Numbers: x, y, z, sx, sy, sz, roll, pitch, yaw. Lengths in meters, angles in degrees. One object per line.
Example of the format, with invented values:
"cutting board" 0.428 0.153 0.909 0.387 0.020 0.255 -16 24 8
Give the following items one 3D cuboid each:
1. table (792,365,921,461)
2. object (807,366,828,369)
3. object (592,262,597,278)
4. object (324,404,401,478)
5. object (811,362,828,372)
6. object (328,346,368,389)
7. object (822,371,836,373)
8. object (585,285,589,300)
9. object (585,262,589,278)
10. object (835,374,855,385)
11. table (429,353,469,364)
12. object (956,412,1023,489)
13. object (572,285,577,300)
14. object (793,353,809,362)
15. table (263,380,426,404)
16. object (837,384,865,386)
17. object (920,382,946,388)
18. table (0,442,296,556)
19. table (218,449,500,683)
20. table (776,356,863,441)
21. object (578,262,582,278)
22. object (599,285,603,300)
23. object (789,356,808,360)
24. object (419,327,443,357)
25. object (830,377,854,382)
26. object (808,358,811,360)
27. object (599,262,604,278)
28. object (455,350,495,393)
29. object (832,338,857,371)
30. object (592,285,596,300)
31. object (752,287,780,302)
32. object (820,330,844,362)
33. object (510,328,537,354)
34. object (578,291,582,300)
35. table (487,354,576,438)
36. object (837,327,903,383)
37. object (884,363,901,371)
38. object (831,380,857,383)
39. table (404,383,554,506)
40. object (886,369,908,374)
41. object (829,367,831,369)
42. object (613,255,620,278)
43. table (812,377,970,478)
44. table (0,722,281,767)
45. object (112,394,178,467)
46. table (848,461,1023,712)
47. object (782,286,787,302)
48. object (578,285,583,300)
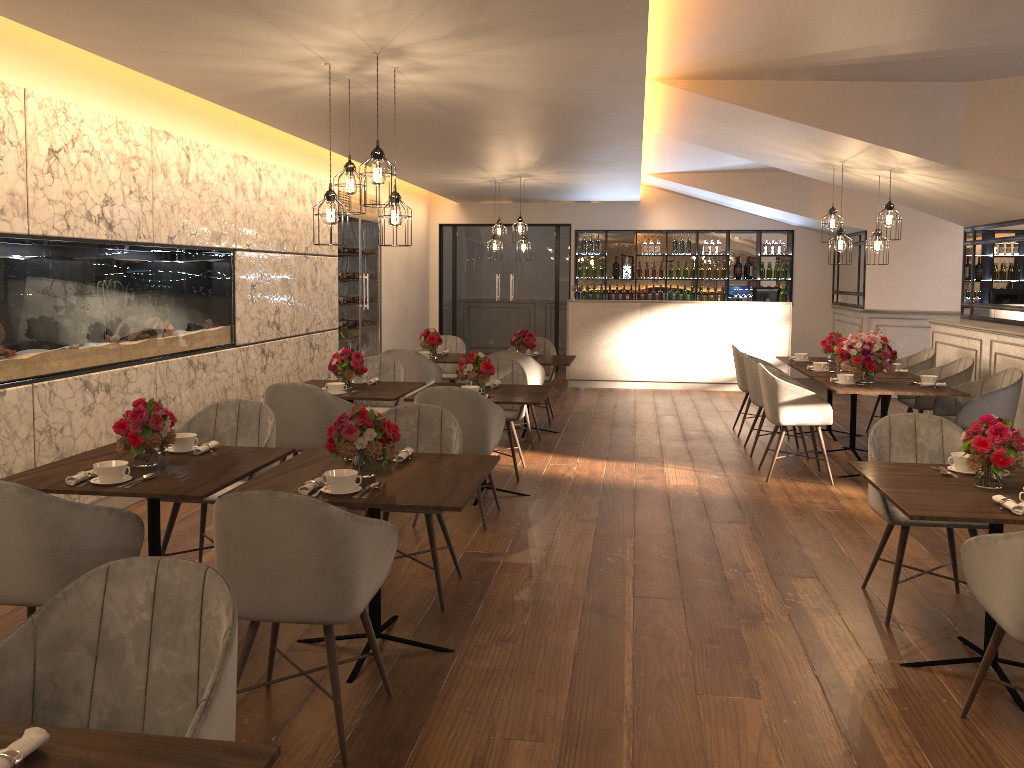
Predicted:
"table" 2.940 0.253 7.623 0.896 0.718 0.900 1 6 8
"object" 2.669 -0.144 7.738 0.175 0.039 0.056 1 6 8
"object" 1.290 -1.787 13.857 0.065 0.260 0.066 -1 4 -13
"object" -0.597 0.216 3.542 0.305 0.300 0.235 -1 5 -14
"object" 2.653 -0.147 7.624 0.148 0.072 0.149 -5 8 -39
"object" -1.175 -0.121 6.248 0.305 0.300 0.235 3 6 30
"object" 2.657 -0.105 7.512 0.197 0.015 0.043 1 7 4
"object" 1.178 -1.429 13.895 0.065 0.260 0.066 -1 4 -13
"object" 1.180 -1.790 13.872 0.065 0.260 0.066 -1 4 -13
"object" 2.524 -0.035 6.703 0.148 0.072 0.149 -5 8 -39
"table" -0.807 0.091 8.737 0.896 0.718 0.900 1 6 8
"object" 1.844 0.248 3.418 0.234 0.300 0.306 3 6 27
"object" 0.858 -1.262 12.175 0.065 0.207 0.065 0 4 -1
"object" 2.778 -0.255 8.510 0.148 0.072 0.149 -5 8 -39
"table" -1.151 0.389 6.288 0.896 0.718 0.900 1 6 8
"object" 2.527 0.008 6.590 0.197 0.015 0.043 1 7 4
"object" 3.116 0.005 6.543 0.175 0.039 0.056 1 6 8
"table" -1.510 0.699 3.740 0.896 0.718 0.900 1 6 8
"table" -0.560 0.722 3.608 0.896 0.718 0.900 1 6 8
"table" 3.071 0.140 8.551 0.896 0.718 0.900 1 6 8
"object" 1.071 -1.792 13.887 0.065 0.260 0.066 -1 4 -13
"object" 1.397 -1.424 13.865 0.065 0.260 0.066 -1 4 -13
"object" 2.793 -0.252 8.623 0.175 0.039 0.056 1 6 8
"object" -0.786 -0.419 8.703 0.234 0.300 0.306 -1 6 -17
"object" 2.539 -0.032 6.816 0.175 0.039 0.056 1 6 8
"object" 2.798 -0.241 8.588 0.192 0.024 0.025 1 5 8
"object" 1.399 -1.784 13.841 0.065 0.260 0.066 -1 4 -13
"object" -0.238 -0.094 6.089 0.306 0.300 0.235 5 7 40
"object" 2.898 -0.268 7.679 0.234 0.300 0.306 3 6 27
"object" 1.287 -1.427 13.880 0.065 0.260 0.066 -1 4 -13
"object" 3.449 -1.148 11.981 0.408 0.327 0.130 -1 4 -14
"object" 3.083 -0.367 8.476 0.305 0.300 0.235 -3 6 -35
"object" 0.101 -0.398 8.587 0.234 0.300 0.306 -3 6 -34
"object" 1.068 -1.432 13.911 0.065 0.260 0.066 -1 4 -13
"table" 0.143 0.114 8.604 0.896 0.718 0.900 1 6 8
"object" 2.730 -0.222 6.790 0.419 0.424 0.407 0 5 -4
"object" 3.261 -0.137 7.576 0.148 0.072 0.149 -5 8 -39
"object" 2.544 -0.021 6.781 0.192 0.024 0.025 1 5 8
"table" -0.201 0.412 6.155 0.896 0.718 0.900 1 6 8
"object" 3.245 -0.107 7.464 0.175 0.039 0.056 1 6 8
"object" 2.673 -0.133 7.703 0.192 0.024 0.025 1 5 8
"object" 1.626 -1.828 13.810 0.104 0.358 0.104 -1 4 -20
"table" 2.810 0.366 6.694 0.896 0.718 0.900 1 6 8
"table" -0.904 1.020 1.159 0.896 0.718 0.900 1 6 8
"object" -1.536 0.190 3.703 0.234 0.300 0.306 1 5 10
"table" 1.861 0.761 3.418 0.896 0.718 0.900 1 6 8
"object" 4.152 -1.358 13.480 0.065 0.260 0.066 -1 4 -13
"object" 0.943 -1.260 12.168 0.065 0.207 0.146 0 5 -1
